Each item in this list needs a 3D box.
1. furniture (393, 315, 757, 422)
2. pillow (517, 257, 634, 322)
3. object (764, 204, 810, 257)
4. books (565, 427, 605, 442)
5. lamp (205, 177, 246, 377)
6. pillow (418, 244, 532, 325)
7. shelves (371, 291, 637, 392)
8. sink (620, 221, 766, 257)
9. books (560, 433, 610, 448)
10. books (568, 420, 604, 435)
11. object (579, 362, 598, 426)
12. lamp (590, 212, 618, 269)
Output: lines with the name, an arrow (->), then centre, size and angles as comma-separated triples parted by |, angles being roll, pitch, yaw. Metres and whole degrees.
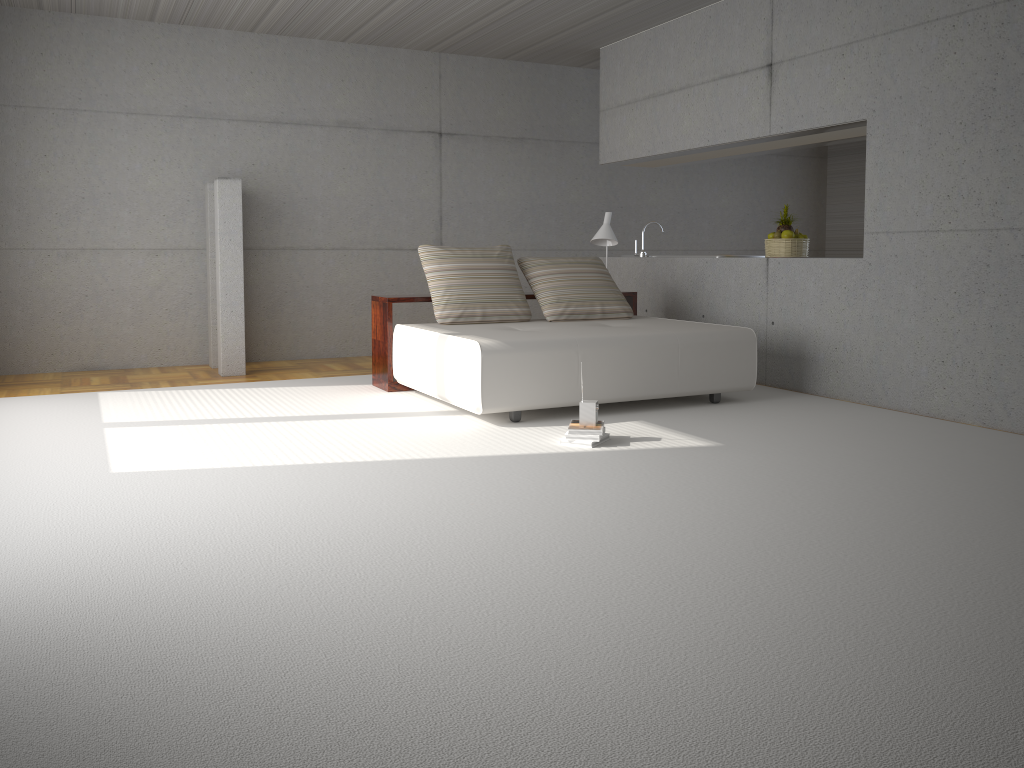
furniture -> 0.410, -0.164, 6.445 | 2.172, 0.519, 1.623 | -4, 9, -26
pillow -> 0.514, -0.775, 7.175 | 0.808, 0.514, 0.581 | -3, 7, -25
object -> 2.270, -1.270, 7.323 | 0.370, 0.439, 0.334 | -5, 7, -40
books -> 0.409, 0.274, 4.911 | 0.189, 0.032, 0.267 | 2, 8, 13
lamp -> -2.561, -0.958, 7.878 | 0.200, 1.682, 0.802 | -2, 5, -26
pillow -> -0.276, -0.776, 6.841 | 0.802, 0.606, 0.493 | -3, 7, -27
shelves -> -0.016, -0.392, 7.334 | 2.254, 0.711, 0.402 | -4, 6, -26
sink -> 1.699, -1.303, 8.523 | 0.767, 0.536, 1.713 | -3, 9, -26
books -> 0.409, 0.305, 4.913 | 0.189, 0.032, 0.266 | 4, 9, 28
books -> 0.414, 0.241, 4.913 | 0.189, 0.032, 0.267 | 1, 8, 8
object -> 0.415, 0.051, 4.854 | 0.090, 0.364, 0.187 | 1, 5, 14
lamp -> 0.835, -1.160, 7.740 | 0.324, 0.696, 0.245 | -5, 6, -45
